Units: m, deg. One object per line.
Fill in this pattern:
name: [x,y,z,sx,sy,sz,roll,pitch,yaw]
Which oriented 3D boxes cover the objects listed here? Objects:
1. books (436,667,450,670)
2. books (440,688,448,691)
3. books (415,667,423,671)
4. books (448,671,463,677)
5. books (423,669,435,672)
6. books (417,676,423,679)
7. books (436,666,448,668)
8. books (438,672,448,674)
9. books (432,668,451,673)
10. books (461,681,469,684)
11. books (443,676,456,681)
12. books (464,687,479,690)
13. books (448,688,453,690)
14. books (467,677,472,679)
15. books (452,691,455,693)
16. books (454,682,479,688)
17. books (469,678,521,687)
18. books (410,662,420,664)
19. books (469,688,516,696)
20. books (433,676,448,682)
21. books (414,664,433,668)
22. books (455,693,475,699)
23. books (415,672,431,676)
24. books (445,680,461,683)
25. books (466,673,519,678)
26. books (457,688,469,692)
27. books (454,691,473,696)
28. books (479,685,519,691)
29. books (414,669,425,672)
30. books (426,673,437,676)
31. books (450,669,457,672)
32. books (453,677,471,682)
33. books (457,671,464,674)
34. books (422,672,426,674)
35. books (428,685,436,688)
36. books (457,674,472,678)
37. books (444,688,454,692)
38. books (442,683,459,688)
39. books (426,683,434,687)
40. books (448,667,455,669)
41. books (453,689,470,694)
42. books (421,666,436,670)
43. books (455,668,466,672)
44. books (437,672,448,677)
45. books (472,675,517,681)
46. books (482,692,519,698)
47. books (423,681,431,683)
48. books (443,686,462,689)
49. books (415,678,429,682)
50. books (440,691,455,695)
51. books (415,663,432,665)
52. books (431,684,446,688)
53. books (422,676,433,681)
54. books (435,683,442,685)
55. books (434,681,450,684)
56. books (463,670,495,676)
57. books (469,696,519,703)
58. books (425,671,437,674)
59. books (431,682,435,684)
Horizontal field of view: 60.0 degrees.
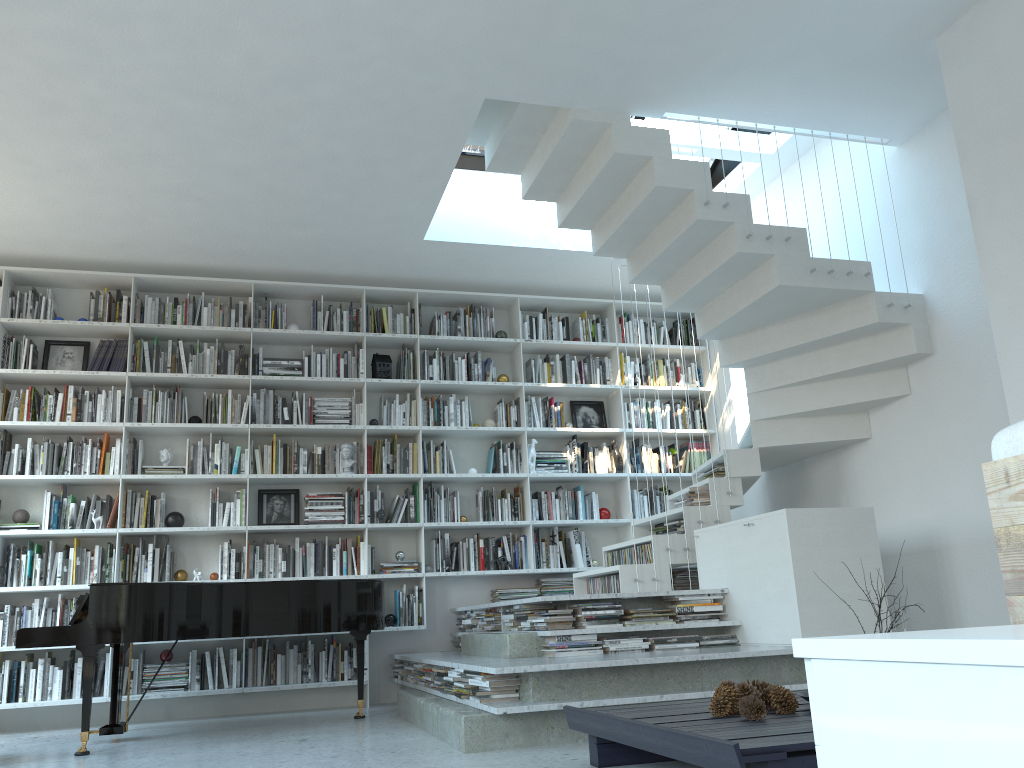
books: [-0.322,1.592,4.980,0.157,0.007,0.269,1,-16,-16]
books: [-0.319,1.697,4.952,0.142,0.012,0.292,0,-15,-12]
books: [-0.510,1.774,5.544,0.182,0.016,0.199,0,-15,-11]
books: [-0.238,1.530,4.690,0.141,0.028,0.223,3,-16,-21]
books: [-0.419,1.693,5.258,0.165,0.014,0.236,3,-16,-21]
books: [-0.491,1.828,5.535,0.165,0.012,0.205,1,-16,-16]
books: [-0.326,1.585,4.980,0.160,0.008,0.239,1,-16,-15]
books: [-0.319,1.613,4.975,0.150,0.008,0.218,2,-16,-17]
books: [-0.335,1.602,4.973,0.170,0.014,0.281,2,-16,-19]
books: [-0.159,1.478,4.403,0.150,0.004,0.291,0,-15,-12]
books: [-0.251,1.551,4.681,0.180,0.016,0.183,2,-16,-19]
books: [-0.151,1.501,4.399,0.154,0.014,0.197,1,-16,-16]
books: [-0.241,1.600,4.671,0.159,0.009,0.276,1,-15,-13]
books: [-0.150,1.453,4.412,0.133,0.009,0.210,0,-15,-12]
books: [-0.238,1.613,4.668,0.147,0.008,0.237,0,-15,-11]
books: [-0.171,1.487,4.397,0.191,0.015,0.247,1,-16,-15]
books: [-0.082,1.384,4.122,0.156,0.027,0.288,3,-16,-21]
books: [-0.517,1.739,5.552,0.193,0.005,0.225,3,-16,-20]
books: [-0.092,1.423,4.109,0.187,0.017,0.206,0,-15,-11]
books: [-0.331,1.645,4.962,0.160,0.025,0.244,3,-16,-21]
books: [-0.504,1.760,5.550,0.171,0.015,0.253,2,-16,-19]
books: [-0.175,1.534,4.382,0.191,0.016,0.209,0,-15,-11]
books: [-0.498,1.809,5.538,0.159,0.011,0.246,3,-16,-20]
books: [-0.249,1.563,4.678,0.171,0.007,0.261,1,-15,-13]
books: [-0.091,1.351,4.128,0.176,0.010,0.267,3,-16,-20]
books: [-0.158,1.510,4.394,0.170,0.006,0.269,1,-16,-16]
books: [-0.166,1.523,4.388,0.178,0.009,0.277,2,-16,-18]
books: [-0.062,1.406,4.122,0.137,0.019,0.225,1,-16,-15]
books: [-0.503,1.786,5.543,0.169,0.009,0.242,3,-16,-20]
books: [-0.406,1.713,5.256,0.155,0.009,0.298,1,-16,-15]
books: [-0.241,1.511,4.695,0.139,0.013,0.289,0,-15,-11]
books: [-0.171,1.463,4.403,0.168,0.013,0.282,3,-16,-21]
books: [-0.174,1.430,4.411,0.178,0.010,0.196,0,-15,-11]
books: [-0.485,1.797,5.545,0.140,0.013,0.181,1,-15,-13]
books: [-0.398,1.781,5.240,0.147,0.008,0.237,2,-16,-17]
books: [-0.164,1.446,4.410,0.175,0.006,0.252,1,-16,-16]
books: [-0.242,1.607,4.668,0.171,0.005,0.298,2,-16,-17]
books: [-0.253,1.582,4.672,0.189,0.013,0.215,2,-16,-18]
books: [-0.413,1.772,5.238,0.161,0.008,0.255,0,-15,-11]
books: [-0.242,1.498,4.698,0.157,0.014,0.216,1,-16,-14]
books: [-0.172,1.516,4.388,0.191,0.006,0.276,1,-16,-14]
books: [-0.423,1.680,5.260,0.179,0.012,0.250,2,-16,-19]
books: [-0.175,1.418,4.414,0.182,0.016,0.257,1,-15,-13]
books: [-0.321,1.625,4.971,0.142,0.017,0.240,3,-16,-20]
books: [-0.083,1.364,4.127,0.165,0.015,0.243,0,-15,-12]
books: [-0.056,1.439,4.115,0.132,0.014,0.206,1,-16,-16]
books: [-0.483,1.849,5.532,0.140,0.008,0.284,2,-16,-18]
books: [-0.247,1.592,4.671,0.180,0.008,0.268,2,-16,-17]
books: [-0.495,1.839,5.531,0.159,0.012,0.293,2,-16,-19]
books: [-0.257,1.619,4.661,0.193,0.005,0.225,3,-16,-20]
books: [-0.502,1.747,5.554,0.174,0.011,0.228,2,-16,-17]
books: [-0.340,1.680,4.950,0.189,0.009,0.291,1,-15,-13]
books: [-0.418,1.735,5.247,0.182,0.013,0.288,1,-16,-15]
books: [-0.322,1.672,4.957,0.147,0.008,0.291,3,-16,-20]
books: [-0.332,1.662,4.957,0.177,0.011,0.220,1,-16,-14]
books: [-0.098,1.340,4.129,0.192,0.014,0.257,3,-16,-20]
books: [-0.084,1.454,4.102,0.184,0.017,0.231,1,-16,-14]
books: [-0.411,1.704,5.257,0.169,0.009,0.242,1,-16,-16]
books: [-0.393,1.767,5.246,0.128,0.005,0.297,1,-16,-14]
